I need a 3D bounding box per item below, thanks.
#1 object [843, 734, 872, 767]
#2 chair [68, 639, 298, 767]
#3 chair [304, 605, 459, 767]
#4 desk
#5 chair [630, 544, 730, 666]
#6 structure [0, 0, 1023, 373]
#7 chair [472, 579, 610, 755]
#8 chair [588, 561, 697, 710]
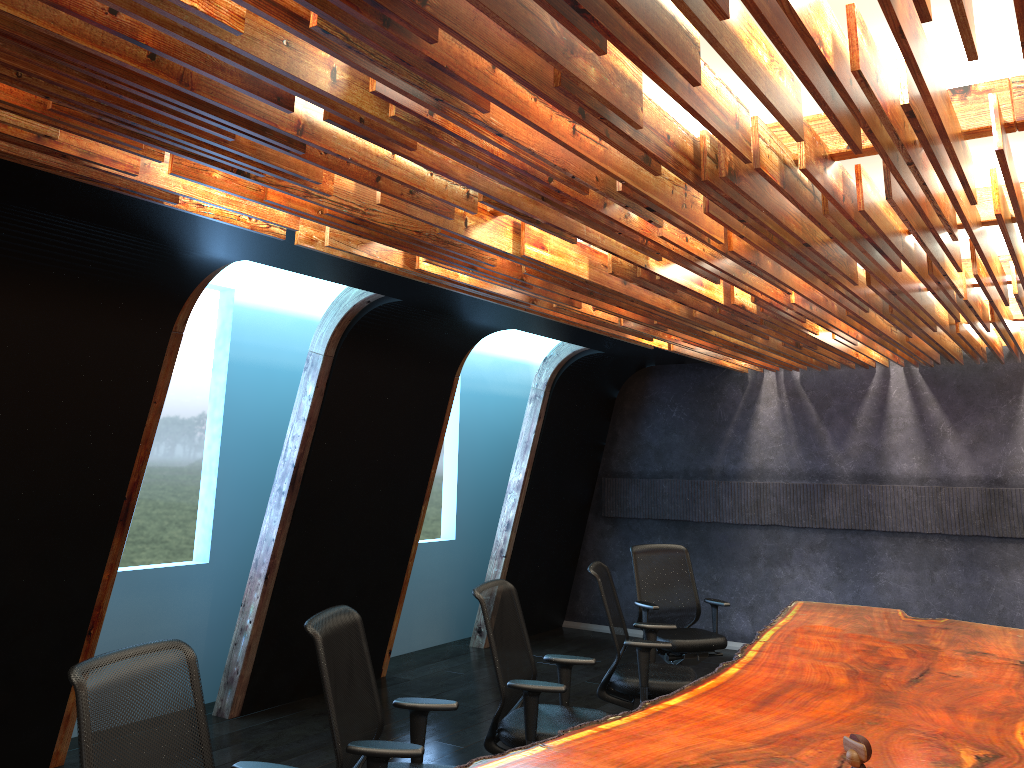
[{"bbox_3d":[1.043,1.206,2.684,0.128,0.250,0.300,4,-9,-14],"label":"object"},{"bbox_3d":[-0.944,1.500,2.694,0.795,1.267,0.796,-2,-12,17],"label":"chair"},{"bbox_3d":[-0.437,1.595,3.589,0.796,1.267,0.794,0,-11,7],"label":"chair"},{"bbox_3d":[1.402,1.872,3.947,2.023,0.835,6.563,-3,-7,33],"label":"desk"},{"bbox_3d":[1.371,1.959,7.041,0.814,1.267,0.777,6,-12,-22],"label":"chair"},{"bbox_3d":[1.311,0.589,3.740,4.499,3.059,11.305,-4,-8,33],"label":"structure"},{"bbox_3d":[0.220,1.702,4.576,0.795,1.267,0.796,-2,-12,17],"label":"chair"},{"bbox_3d":[0.910,1.821,5.685,0.796,1.267,0.795,-1,-11,12],"label":"chair"}]
